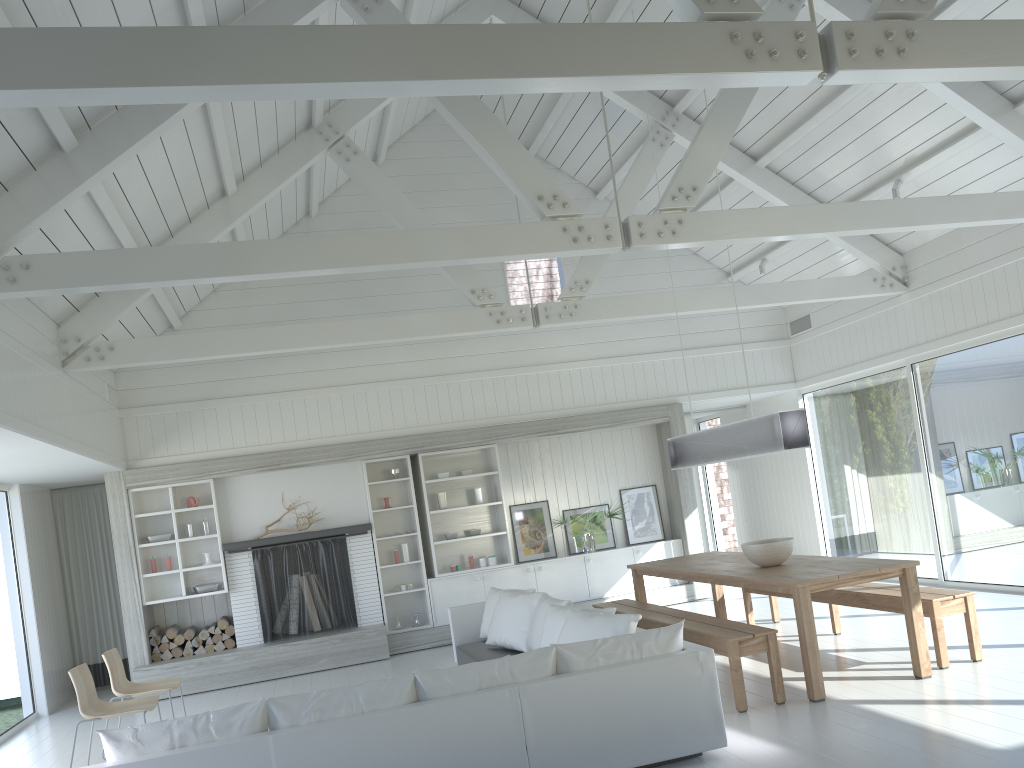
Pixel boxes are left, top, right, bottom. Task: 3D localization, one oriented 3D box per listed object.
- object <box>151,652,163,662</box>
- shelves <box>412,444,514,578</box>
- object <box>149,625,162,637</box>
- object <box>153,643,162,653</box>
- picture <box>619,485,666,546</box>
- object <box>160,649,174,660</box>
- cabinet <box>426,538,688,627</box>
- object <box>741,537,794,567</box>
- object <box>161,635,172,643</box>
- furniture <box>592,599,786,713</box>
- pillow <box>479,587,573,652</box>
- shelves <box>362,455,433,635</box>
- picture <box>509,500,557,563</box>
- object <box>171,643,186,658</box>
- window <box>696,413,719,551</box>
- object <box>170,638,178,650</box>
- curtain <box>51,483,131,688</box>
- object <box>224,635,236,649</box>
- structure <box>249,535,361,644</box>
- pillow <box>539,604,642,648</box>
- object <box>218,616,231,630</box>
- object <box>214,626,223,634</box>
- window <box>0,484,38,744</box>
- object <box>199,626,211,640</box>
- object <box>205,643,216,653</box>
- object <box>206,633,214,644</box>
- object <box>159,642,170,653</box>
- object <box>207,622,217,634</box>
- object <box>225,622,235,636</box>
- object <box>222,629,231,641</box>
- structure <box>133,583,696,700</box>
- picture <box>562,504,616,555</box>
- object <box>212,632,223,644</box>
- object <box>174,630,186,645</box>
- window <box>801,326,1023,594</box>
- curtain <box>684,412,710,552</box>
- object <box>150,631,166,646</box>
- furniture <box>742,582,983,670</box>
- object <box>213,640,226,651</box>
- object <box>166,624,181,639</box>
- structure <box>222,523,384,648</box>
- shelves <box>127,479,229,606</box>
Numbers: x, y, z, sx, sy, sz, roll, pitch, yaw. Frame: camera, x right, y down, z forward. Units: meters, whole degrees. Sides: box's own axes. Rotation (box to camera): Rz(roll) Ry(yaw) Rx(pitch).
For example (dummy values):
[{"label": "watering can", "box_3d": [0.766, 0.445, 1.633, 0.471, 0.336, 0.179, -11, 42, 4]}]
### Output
[{"label": "object", "box_3d": [-3.853, 2.966, 9.649, 0.108, 0.106, 0.519, -7, -7, -16]}, {"label": "shelves", "box_3d": [-0.597, 1.514, 10.553, 0.936, 1.439, 0.609, -7, -2, -14]}, {"label": "object", "box_3d": [-3.900, 2.697, 9.631, 0.080, 0.079, 0.482, -7, -7, -16]}, {"label": "object", "box_3d": [-3.860, 2.872, 9.631, 0.080, 0.079, 0.482, -7, -7, -16]}, {"label": "picture", "box_3d": [1.636, 1.641, 11.044, 0.493, 0.702, 0.066, -7, -2, -14]}, {"label": "object", "box_3d": [-3.757, 2.951, 9.681, 0.133, 0.146, 0.553, -7, -7, -15]}, {"label": "cabinet", "box_3d": [0.536, 2.390, 10.751, 3.171, 0.549, 0.659, -6, -5, -14]}, {"label": "object", "box_3d": [1.933, 1.274, 6.627, 0.387, 0.184, 0.394, -5, -7, -23]}, {"label": "object", "box_3d": [-3.779, 2.768, 9.657, 0.080, 0.079, 0.482, -7, -7, -16]}, {"label": "furniture", "box_3d": [1.245, 2.030, 6.851, 0.339, 0.469, 2.706, -7, -7, -15]}, {"label": "pillow", "box_3d": [0.125, 2.021, 7.539, 0.460, 0.475, 2.079, -6, -7, -22]}, {"label": "shelves", "box_3d": [-1.369, 1.876, 10.346, 0.539, 1.994, 0.609, -8, -2, -14]}, {"label": "picture", "box_3d": [0.259, 1.791, 10.703, 0.493, 0.702, 0.066, -7, -2, -14]}, {"label": "object", "box_3d": [-3.656, 2.922, 9.691, 0.109, 0.110, 0.499, -7, -7, -16]}, {"label": "window", "box_3d": [3.281, 1.690, 13.860, 0.037, 2.421, 0.952, -8, -2, -15]}, {"label": "object", "box_3d": [-3.691, 2.841, 9.680, 0.080, 0.079, 0.482, -7, -7, -16]}, {"label": "curtain", "box_3d": [-4.929, 2.366, 10.342, 0.628, 2.364, 0.117, -8, -1, -15]}, {"label": "object", "box_3d": [-3.133, 2.865, 9.821, 0.109, 0.110, 0.499, -7, -7, -16]}, {"label": "structure", "box_3d": [-2.275, 2.261, 9.719, 1.094, 1.060, 0.117, -7, -2, -14]}, {"label": "pillow", "box_3d": [0.475, 1.754, 5.914, 0.464, 0.476, 1.332, -6, -7, -23]}, {"label": "object", "box_3d": [-3.204, 2.657, 9.816, 0.109, 0.110, 0.499, -7, -7, -16]}, {"label": "object", "box_3d": [-3.256, 2.711, 9.786, 0.080, 0.079, 0.482, -7, -7, -16]}, {"label": "window", "box_3d": [-4.037, 1.541, 4.912, 0.080, 2.410, 8.797, -8, -7, -15]}, {"label": "object", "box_3d": [-3.393, 2.755, 9.764, 0.109, 0.109, 0.499, -7, -7, -16]}, {"label": "object", "box_3d": [-3.330, 2.909, 9.779, 0.108, 0.106, 0.519, -7, -7, -16]}, {"label": "object", "box_3d": [-3.337, 2.815, 9.760, 0.080, 0.079, 0.482, -7, -7, -16]}, {"label": "object", "box_3d": [-3.781, 2.861, 9.664, 0.109, 0.109, 0.499, -7, -7, -16]}, {"label": "object", "box_3d": [-3.319, 2.706, 9.771, 0.086, 0.091, 0.483, -7, -7, -16]}, {"label": "object", "box_3d": [-3.131, 2.730, 9.829, 0.109, 0.109, 0.499, -7, -7, -16]}, {"label": "object", "box_3d": [-3.168, 2.784, 9.809, 0.080, 0.079, 0.482, -7, -7, -16]}, {"label": "structure", "box_3d": [-1.013, 2.907, 10.663, 6.329, 0.345, 1.900, -6, -8, -14]}, {"label": "picture", "box_3d": [0.953, 1.792, 10.882, 0.607, 0.552, 0.054, -7, -2, -14]}, {"label": "object", "box_3d": [-3.258, 2.804, 9.794, 0.109, 0.109, 0.499, -7, -7, -16]}, {"label": "object", "box_3d": [-3.639, 2.790, 9.702, 0.109, 0.109, 0.499, -7, -7, -16]}, {"label": "window", "box_3d": [5.126, 0.388, 6.046, 0.080, 2.409, 11.032, -8, -7, -15]}, {"label": "curtain", "box_3d": [2.208, 1.605, 12.255, 1.003, 2.364, 0.117, -8, -1, -13]}, {"label": "object", "box_3d": [-3.874, 2.786, 9.646, 0.109, 0.109, 0.499, -7, -7, -16]}, {"label": "furniture", "box_3d": [2.687, 1.872, 7.209, 0.339, 0.469, 2.706, -7, -7, -15]}, {"label": "object", "box_3d": [-3.234, 2.894, 9.811, 0.133, 0.146, 0.553, -7, -7, -15]}, {"label": "object", "box_3d": [-3.718, 2.720, 9.688, 0.109, 0.110, 0.499, -7, -7, -16]}, {"label": "structure", "box_3d": [-2.355, 2.341, 10.063, 1.611, 1.282, 0.866, -7, -3, -14]}, {"label": "shelves", "box_3d": [-3.626, 1.724, 9.676, 0.863, 1.236, 0.553, -7, -2, -14]}]
